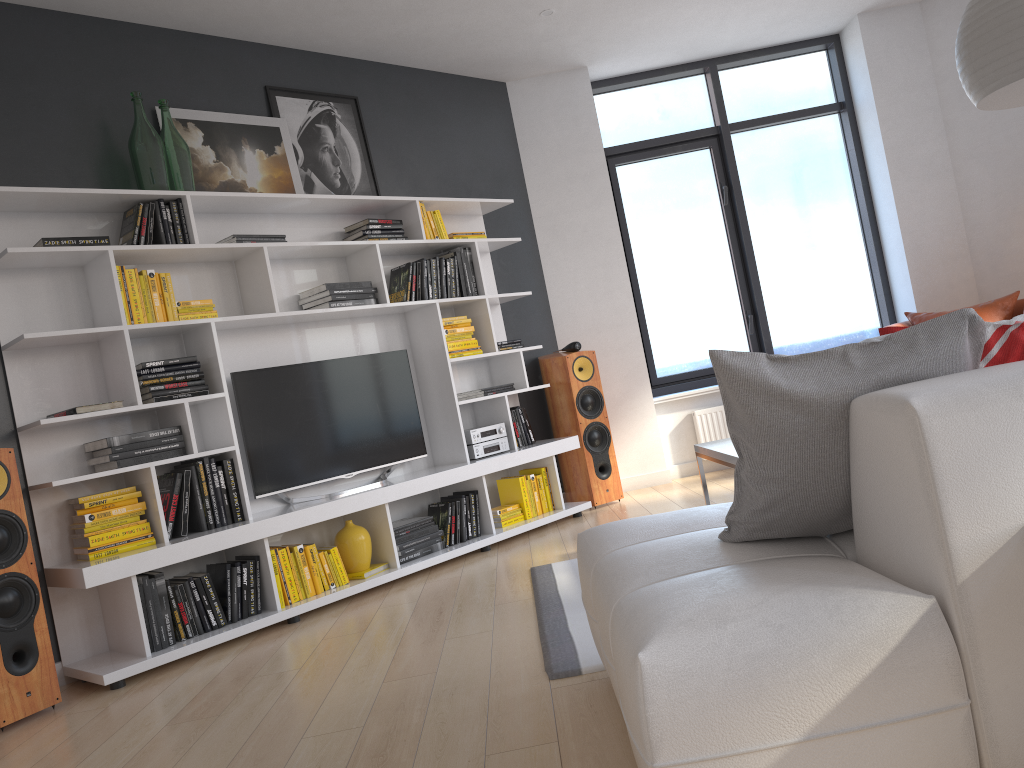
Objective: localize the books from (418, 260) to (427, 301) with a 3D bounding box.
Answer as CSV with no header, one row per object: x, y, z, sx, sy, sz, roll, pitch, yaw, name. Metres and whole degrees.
-0.558,-0.582,5.148,0.069,0.242,0.172,-11,-1,-45,books

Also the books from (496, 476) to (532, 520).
0.012,0.696,5.371,0.198,0.255,0.044,-12,-1,45,books

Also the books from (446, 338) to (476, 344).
-0.374,-0.244,5.355,0.251,0.014,0.189,-11,-1,-42,books

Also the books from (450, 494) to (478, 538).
-0.282,0.755,5.069,0.191,0.249,0.084,-12,-1,45,books

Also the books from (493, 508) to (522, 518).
-0.052,0.768,5.281,0.134,0.014,0.187,-12,-1,45,books

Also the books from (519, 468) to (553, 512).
0.149,0.663,5.522,0.204,0.270,0.029,-12,-1,45,books

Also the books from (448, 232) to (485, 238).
-0.328,-0.901,5.485,0.257,0.024,0.203,-11,-1,-42,books

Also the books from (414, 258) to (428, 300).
-0.562,-0.589,5.183,0.192,0.254,0.075,-12,-1,44,books

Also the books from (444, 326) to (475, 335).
-0.373,-0.308,5.361,0.239,0.033,0.176,-11,-1,-42,books

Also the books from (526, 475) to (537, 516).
0.061,0.689,5.421,0.180,0.251,0.019,-12,-1,45,books

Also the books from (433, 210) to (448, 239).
-0.462,-0.930,5.287,0.064,0.184,0.141,-11,-1,-44,books

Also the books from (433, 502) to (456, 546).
-0.388,0.785,4.961,0.096,0.234,0.187,-11,-1,-45,books

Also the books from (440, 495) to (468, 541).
-0.328,0.762,5.024,0.192,0.254,0.075,-12,-1,44,books

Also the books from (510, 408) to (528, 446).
0.002,0.279,5.533,0.169,0.242,0.050,-12,-1,44,books

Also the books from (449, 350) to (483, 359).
-0.335,-0.162,5.338,0.257,0.028,0.194,-11,-1,-40,books

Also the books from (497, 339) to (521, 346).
-0.071,-0.249,5.582,0.213,0.023,0.161,-11,-1,-42,books

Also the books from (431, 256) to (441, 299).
-0.495,-0.604,5.252,0.197,0.260,0.066,-12,-1,45,books

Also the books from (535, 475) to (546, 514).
0.121,0.686,5.476,0.172,0.234,0.024,-12,-1,45,books

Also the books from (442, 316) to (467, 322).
-0.408,-0.377,5.371,0.223,0.023,0.163,-11,-1,-41,books

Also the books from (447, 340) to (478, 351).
-0.357,-0.218,5.347,0.189,0.042,0.243,-12,-1,45,books

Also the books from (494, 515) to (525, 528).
-0.044,0.820,5.279,0.147,0.033,0.190,-12,-1,45,books

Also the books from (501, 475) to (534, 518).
0.031,0.690,5.395,0.199,0.263,0.015,-12,-1,45,books

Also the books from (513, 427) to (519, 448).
-0.067,0.279,5.491,0.202,0.268,0.053,-12,-1,44,books

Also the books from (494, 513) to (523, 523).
-0.050,0.798,5.283,0.148,0.011,0.196,-12,-1,45,books

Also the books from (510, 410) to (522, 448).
-0.039,0.290,5.511,0.053,0.240,0.189,-11,-1,-45,books

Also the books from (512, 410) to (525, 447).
-0.018,0.287,5.523,0.049,0.236,0.170,-11,-1,-45,books

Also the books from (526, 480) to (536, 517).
0.062,0.701,5.393,0.156,0.229,0.024,-12,-1,44,books

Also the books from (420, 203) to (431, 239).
-0.563,-0.931,5.211,0.163,0.224,0.041,-12,-1,43,books

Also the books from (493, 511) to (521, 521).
-0.043,0.782,5.265,0.169,0.018,0.113,-11,-1,-44,books

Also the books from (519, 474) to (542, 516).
0.081,0.685,5.439,0.185,0.250,0.035,-12,-1,45,books

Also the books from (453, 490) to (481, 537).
-0.261,0.747,5.094,0.197,0.260,0.066,-12,-1,45,books

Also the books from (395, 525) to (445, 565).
-0.576,0.867,4.792,0.277,0.137,0.343,-11,-1,40,books

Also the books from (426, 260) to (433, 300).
-0.538,-0.586,5.198,0.179,0.243,0.068,-12,-1,43,books

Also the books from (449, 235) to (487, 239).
-0.315,-0.878,5.481,0.257,0.028,0.194,-11,-1,-40,books

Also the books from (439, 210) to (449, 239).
-0.452,-0.932,5.309,0.044,0.184,0.142,-11,-1,-45,books

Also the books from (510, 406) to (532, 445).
0.013,0.272,5.562,0.193,0.255,0.066,-12,-1,44,books

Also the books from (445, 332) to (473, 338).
-0.377,-0.281,5.355,0.171,0.019,0.239,-12,-1,45,books

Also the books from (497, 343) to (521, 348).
-0.058,-0.232,5.570,0.142,0.015,0.198,-12,-1,43,books

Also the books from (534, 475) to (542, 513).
0.101,0.687,5.461,0.169,0.239,0.023,-12,-1,45,books

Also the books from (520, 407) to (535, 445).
0.040,0.272,5.578,0.177,0.242,0.066,-12,-1,44,books

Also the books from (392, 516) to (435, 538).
-0.614,0.781,4.804,0.250,0.047,0.310,-11,-1,40,books

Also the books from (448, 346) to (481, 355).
-0.348,-0.186,5.342,0.257,0.024,0.203,-11,-1,-42,books

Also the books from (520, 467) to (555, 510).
0.161,0.660,5.547,0.213,0.270,0.025,-12,-1,45,books

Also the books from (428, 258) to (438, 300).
-0.517,-0.595,5.227,0.191,0.249,0.084,-12,-1,45,books

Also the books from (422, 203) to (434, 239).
-0.549,-0.934,5.239,0.164,0.224,0.054,-12,-1,44,books

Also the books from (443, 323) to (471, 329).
-0.385,-0.334,5.358,0.227,0.022,0.160,-11,0,-30,books

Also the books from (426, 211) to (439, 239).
-0.507,-0.919,5.245,0.132,0.180,0.054,-12,-1,45,books

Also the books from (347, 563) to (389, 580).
-0.795,0.964,4.534,0.270,0.029,0.204,-11,0,30,books

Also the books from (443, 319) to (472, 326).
-0.381,-0.359,5.362,0.223,0.023,0.163,-11,-1,-41,books

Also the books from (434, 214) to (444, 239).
-0.466,-0.917,5.259,0.108,0.161,0.046,-12,-1,44,books

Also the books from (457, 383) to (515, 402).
-0.170,0.052,5.462,0.250,0.047,0.310,-11,-1,40,books

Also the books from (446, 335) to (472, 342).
-0.369,-0.262,5.334,0.217,0.023,0.145,-11,-1,-41,books

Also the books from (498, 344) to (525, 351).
-0.052,-0.214,5.569,0.213,0.023,0.161,-11,-1,-42,books

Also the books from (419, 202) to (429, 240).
-0.566,-0.933,5.182,0.161,0.229,0.041,-12,-1,43,books

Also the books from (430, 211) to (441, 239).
-0.489,-0.922,5.255,0.128,0.178,0.044,-12,-1,44,books

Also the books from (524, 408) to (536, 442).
0.042,0.276,5.624,0.179,0.233,0.077,-12,-1,45,books

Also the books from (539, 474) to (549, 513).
0.136,0.683,5.497,0.172,0.234,0.024,-12,-1,45,books

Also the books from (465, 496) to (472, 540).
-0.304,0.764,5.039,0.179,0.243,0.068,-12,-1,43,books

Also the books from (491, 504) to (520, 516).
-0.068,0.751,5.287,0.138,0.026,0.186,-12,-1,45,books
